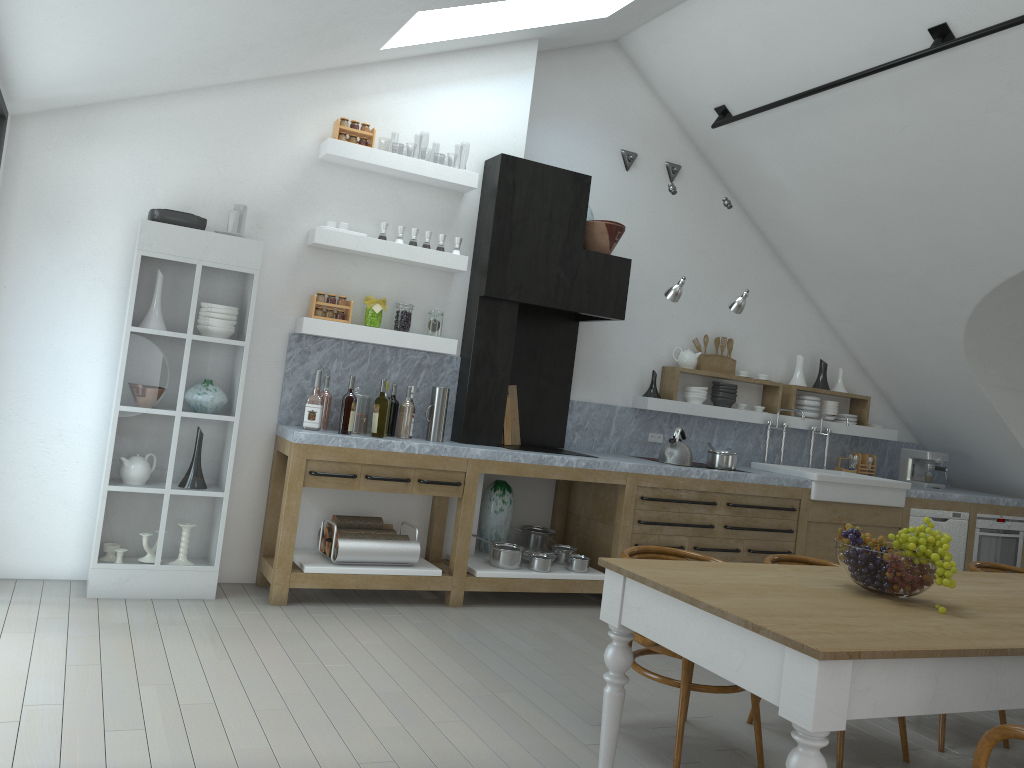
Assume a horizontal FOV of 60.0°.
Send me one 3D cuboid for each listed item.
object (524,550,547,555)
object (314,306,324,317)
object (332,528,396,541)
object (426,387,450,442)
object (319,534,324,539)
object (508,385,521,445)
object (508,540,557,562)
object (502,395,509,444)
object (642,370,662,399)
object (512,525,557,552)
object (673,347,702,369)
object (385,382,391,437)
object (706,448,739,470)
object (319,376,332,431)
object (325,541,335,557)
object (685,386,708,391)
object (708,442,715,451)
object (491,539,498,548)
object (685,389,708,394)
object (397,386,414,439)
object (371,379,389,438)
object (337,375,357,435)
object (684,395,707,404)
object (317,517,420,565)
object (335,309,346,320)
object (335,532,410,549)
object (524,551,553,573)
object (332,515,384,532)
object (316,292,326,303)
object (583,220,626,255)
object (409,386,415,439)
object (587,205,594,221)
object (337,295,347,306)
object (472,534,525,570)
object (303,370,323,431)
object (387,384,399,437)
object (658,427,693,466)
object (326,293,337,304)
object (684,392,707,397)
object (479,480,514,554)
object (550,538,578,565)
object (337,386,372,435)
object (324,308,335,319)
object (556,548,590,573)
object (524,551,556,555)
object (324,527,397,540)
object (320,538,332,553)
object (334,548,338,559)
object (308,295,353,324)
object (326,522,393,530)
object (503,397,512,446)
[{"bbox_3d":[0.159,1.145,6.003,0.169,0.035,0.061,8,-1,-26],"label":"object"},{"bbox_3d":[-1.169,-0.435,5.359,0.058,0.075,0.058,7,-2,-3],"label":"object"},{"bbox_3d":[-0.880,0.909,5.289,0.362,0.087,0.101,8,-2,-28],"label":"object"},{"bbox_3d":[-0.480,0.190,5.574,0.164,0.340,0.114,8,-2,-23],"label":"object"},{"bbox_3d":[-0.967,0.978,5.478,0.436,0.092,0.092,8,-2,-28],"label":"object"},{"bbox_3d":[0.013,0.221,6.286,0.148,0.428,0.078,7,-2,9],"label":"object"},{"bbox_3d":[0.075,1.134,5.995,0.509,0.052,0.263,6,-1,41],"label":"object"},{"bbox_3d":[-0.072,0.252,6.212,0.072,0.367,0.130,7,-2,-7],"label":"object"},{"bbox_3d":[1.111,0.001,6.964,0.155,0.219,0.156,9,-3,-44],"label":"object"},{"bbox_3d":[0.091,1.105,6.427,0.456,0.197,0.268,7,-1,9],"label":"object"},{"bbox_3d":[1.401,-0.203,7.111,0.167,0.169,0.174,9,-2,-42],"label":"object"},{"bbox_3d":[-0.786,0.154,5.406,0.092,0.339,0.092,7,-2,-8],"label":"object"},{"bbox_3d":[1.618,0.568,6.654,0.232,0.170,0.393,6,-2,44],"label":"object"},{"bbox_3d":[-1.126,0.116,5.312,0.085,0.331,0.085,8,-2,-17],"label":"object"},{"bbox_3d":[-0.877,0.996,5.333,0.478,0.084,0.093,8,-2,-28],"label":"object"},{"bbox_3d":[1.481,0.053,7.122,0.181,0.076,0.180,7,-1,12],"label":"object"},{"bbox_3d":[1.535,0.532,6.651,0.051,0.167,0.236,8,-2,-31],"label":"object"},{"bbox_3d":[-0.056,1.065,5.638,0.190,0.152,0.051,8,-2,-26],"label":"object"},{"bbox_3d":[1.476,0.082,7.120,0.181,0.069,0.181,7,-1,-8],"label":"object"},{"bbox_3d":[-0.650,0.177,5.450,0.085,0.331,0.085,8,-2,-17],"label":"object"},{"bbox_3d":[-0.784,0.148,5.287,0.092,0.359,0.092,6,-2,18],"label":"object"},{"bbox_3d":[-0.959,0.129,5.198,0.092,0.359,0.092,7,-2,8],"label":"object"},{"bbox_3d":[1.468,0.127,7.117,0.181,0.064,0.181,7,-1,-3],"label":"object"},{"bbox_3d":[-0.866,0.948,5.349,0.526,0.232,0.429,8,-1,-28],"label":"object"},{"bbox_3d":[-1.050,-0.419,5.417,0.058,0.075,0.058,7,-2,-3],"label":"object"},{"bbox_3d":[-0.824,0.931,5.232,0.436,0.093,0.092,8,-2,-28],"label":"object"},{"bbox_3d":[0.153,1.142,5.738,0.153,0.113,0.261,8,-1,-36],"label":"object"},{"bbox_3d":[-0.930,0.845,5.328,0.291,0.102,0.104,8,-2,-28],"label":"object"},{"bbox_3d":[-1.159,-0.521,5.363,0.058,0.075,0.058,7,-2,-3],"label":"object"},{"bbox_3d":[0.604,-1.006,6.228,0.348,0.237,0.366,7,-1,-8],"label":"object"},{"bbox_3d":[-0.649,0.177,5.560,0.081,0.330,0.081,7,-2,2],"label":"object"},{"bbox_3d":[0.494,-1.151,6.537,0.231,0.504,0.230,6,-2,16],"label":"object"},{"bbox_3d":[-1.039,-0.505,5.421,0.058,0.075,0.058,7,-2,-3],"label":"object"},{"bbox_3d":[-0.079,1.093,5.746,0.222,0.164,0.379,8,-1,-36],"label":"object"},{"bbox_3d":[-1.154,0.096,5.198,0.088,0.360,0.085,7,-2,-4],"label":"object"},{"bbox_3d":[-0.750,0.163,5.527,0.085,0.331,0.085,8,-2,-17],"label":"object"},{"bbox_3d":[1.200,0.448,6.445,0.246,0.268,0.246,8,-2,-16],"label":"object"},{"bbox_3d":[-1.099,-0.513,5.392,0.058,0.075,0.058,7,-2,-3],"label":"object"},{"bbox_3d":[1.471,0.105,7.118,0.181,0.065,0.181,7,-1,12],"label":"object"},{"bbox_3d":[-0.107,0.918,6.151,0.231,0.499,0.230,6,-2,16],"label":"object"},{"bbox_3d":[0.353,1.164,6.123,0.182,0.134,0.308,7,-1,-1],"label":"object"},{"bbox_3d":[-0.957,0.156,5.399,0.184,0.286,0.183,7,-2,-2],"label":"object"},{"bbox_3d":[-1.109,-0.427,5.388,0.058,0.075,0.058,7,-2,-3],"label":"object"},{"bbox_3d":[0.413,1.176,5.888,0.153,0.113,0.261,8,-1,-26],"label":"object"},{"bbox_3d":[0.184,1.143,5.934,0.247,0.045,0.041,8,-2,-27],"label":"object"},{"bbox_3d":[-0.919,0.918,5.384,0.434,0.079,0.115,8,-1,-28],"label":"object"},{"bbox_3d":[-0.932,0.989,5.399,0.454,0.089,0.091,8,-2,-28],"label":"object"},{"bbox_3d":[-0.845,1.009,5.264,0.422,0.067,0.067,8,-2,-28],"label":"object"},{"bbox_3d":[-1.104,-0.451,5.389,0.237,0.146,0.120,8,-2,-26],"label":"object"},{"bbox_3d":[-0.935,0.892,5.462,0.422,0.073,0.071,8,-2,-28],"label":"object"},{"bbox_3d":[-0.036,0.260,6.098,0.081,0.336,0.148,9,-3,-36],"label":"object"}]
